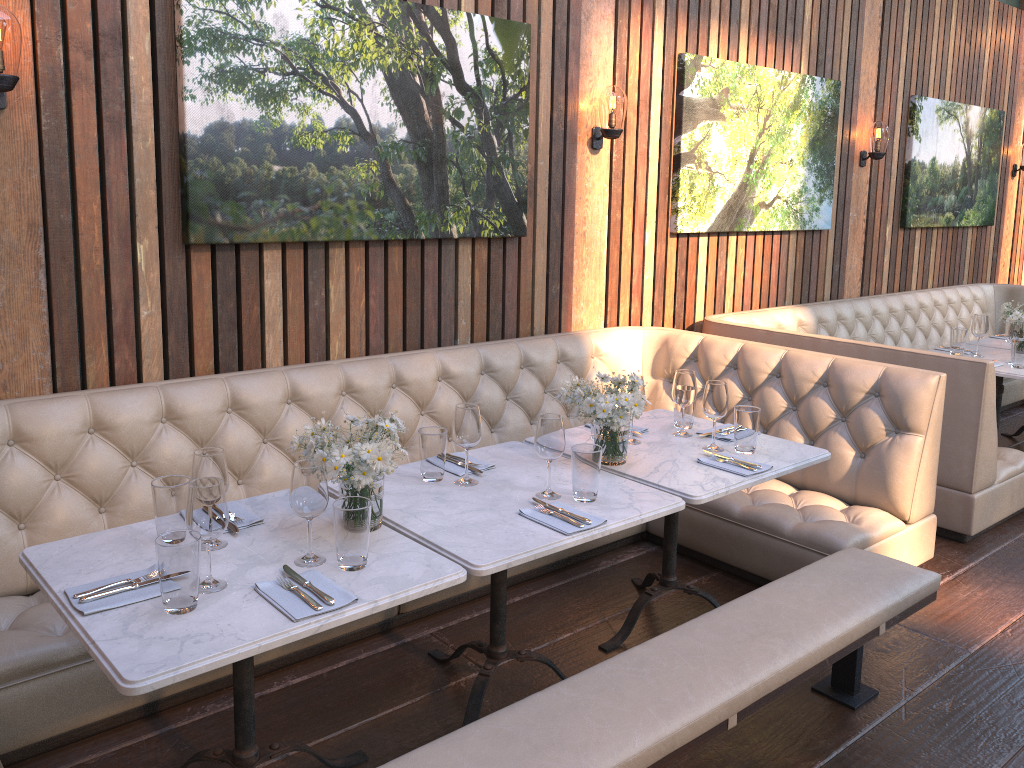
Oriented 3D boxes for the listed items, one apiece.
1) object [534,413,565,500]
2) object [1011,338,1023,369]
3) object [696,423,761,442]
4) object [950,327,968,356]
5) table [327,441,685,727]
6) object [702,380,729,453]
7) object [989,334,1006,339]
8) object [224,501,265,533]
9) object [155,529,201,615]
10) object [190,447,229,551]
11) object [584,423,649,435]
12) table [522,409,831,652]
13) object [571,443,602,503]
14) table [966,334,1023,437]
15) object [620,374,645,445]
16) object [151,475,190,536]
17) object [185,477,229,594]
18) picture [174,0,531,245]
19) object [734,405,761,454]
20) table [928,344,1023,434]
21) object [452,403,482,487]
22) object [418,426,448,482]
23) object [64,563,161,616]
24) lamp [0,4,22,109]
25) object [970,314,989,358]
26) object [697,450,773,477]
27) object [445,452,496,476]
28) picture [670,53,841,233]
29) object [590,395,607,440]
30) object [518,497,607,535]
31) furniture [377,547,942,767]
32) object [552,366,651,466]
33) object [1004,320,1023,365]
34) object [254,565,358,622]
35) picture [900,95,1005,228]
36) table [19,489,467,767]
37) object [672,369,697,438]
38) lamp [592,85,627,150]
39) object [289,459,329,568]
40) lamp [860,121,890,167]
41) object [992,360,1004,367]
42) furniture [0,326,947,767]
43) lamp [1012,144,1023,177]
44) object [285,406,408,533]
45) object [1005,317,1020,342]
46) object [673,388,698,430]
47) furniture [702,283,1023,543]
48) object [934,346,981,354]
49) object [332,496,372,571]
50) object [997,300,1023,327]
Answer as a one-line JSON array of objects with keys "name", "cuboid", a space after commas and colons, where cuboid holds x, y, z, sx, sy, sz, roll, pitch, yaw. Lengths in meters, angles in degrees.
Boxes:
[{"name": "object", "cuboid": [0.110, 0.212, 2.604, 0.092, 0.242, 0.093, 2, 9, 7]}, {"name": "object", "cuboid": [2.743, -0.165, 4.780, 0.092, 0.156, 0.092, 8, 12, 35]}, {"name": "object", "cuboid": [0.804, 0.181, 3.336, 0.256, 0.019, 0.158, -9, 16, -39]}, {"name": "object", "cuboid": [2.589, -0.245, 5.137, 0.092, 0.156, 0.092, 8, 12, 35]}, {"name": "table", "cuboid": [-0.041, 0.650, 2.712, 0.802, 0.665, 0.804, -8, 14, -39]}, {"name": "object", "cuboid": [0.715, 0.113, 3.119, 0.092, 0.242, 0.093, -6, 11, -37]}, {"name": "object", "cuboid": [3.288, -0.305, 5.801, 0.158, 0.019, 0.257, -9, 16, -39]}, {"name": "object", "cuboid": [-0.768, 0.359, 2.375, 0.158, 0.019, 0.257, -9, 16, -39]}, {"name": "object", "cuboid": [-0.702, 0.399, 1.869, 0.092, 0.156, 0.092, 8, 12, 35]}, {"name": "object", "cuboid": [-0.749, 0.284, 2.195, 0.092, 0.242, 0.093, 2, 9, 7]}, {"name": "object", "cuboid": [0.414, 0.166, 3.372, 0.158, 0.019, 0.257, -9, 16, -39]}, {"name": "table", "cuboid": [0.580, 0.548, 3.237, 0.802, 0.665, 0.804, -8, 14, -40]}, {"name": "object", "cuboid": [0.216, 0.262, 2.587, 0.092, 0.156, 0.092, 8, 12, 35]}, {"name": "table", "cuboid": [3.402, 0.087, 5.617, 0.802, 0.665, 0.804, -8, 14, -39]}, {"name": "object", "cuboid": [0.433, 0.091, 3.192, 0.092, 0.242, 0.093, 2, 9, 7]}, {"name": "object", "cuboid": [-0.856, 0.319, 2.226, 0.092, 0.156, 0.092, 8, 12, 35]}, {"name": "object", "cuboid": [-0.677, 0.335, 1.968, 0.092, 0.242, 0.093, 2, 9, 7]}, {"name": "picture", "cuboid": [-0.561, -1.103, 3.710, 1.657, 0.988, 0.065, -8, 13, -40]}, {"name": "object", "cuboid": [0.821, 0.162, 3.101, 0.092, 0.156, 0.092, 8, 12, 35]}, {"name": "table", "cuboid": [2.780, 0.189, 5.092, 0.802, 0.665, 0.804, -8, 14, -41]}, {"name": "object", "cuboid": [-0.138, 0.185, 2.710, 0.092, 0.242, 0.093, 2, 9, 7]}, {"name": "object", "cuboid": [-0.246, 0.219, 2.740, 0.092, 0.156, 0.092, 8, 12, 35]}, {"name": "object", "cuboid": [-0.844, 0.446, 1.967, 0.256, 0.019, 0.158, -9, 16, -39]}, {"name": "lamp", "cuboid": [-1.608, -1.021, 2.754, 0.147, 0.317, 0.179, -7, 12, -40]}, {"name": "object", "cuboid": [2.697, -0.280, 5.107, 0.092, 0.242, 0.093, 2, 9, 7]}, {"name": "object", "cuboid": [0.730, 0.259, 2.972, 0.158, 0.019, 0.257, -9, 16, -39]}, {"name": "object", "cuboid": [-0.158, 0.259, 2.890, 0.158, 0.019, 0.257, -9, 16, -39]}, {"name": "picture", "cuboid": [1.561, -1.451, 5.508, 1.657, 0.988, 0.065, -8, 13, -40]}, {"name": "object", "cuboid": [0.326, 0.126, 3.223, 0.092, 0.156, 0.092, 8, 12, 35]}, {"name": "object", "cuboid": [0.125, 0.358, 2.458, 0.158, 0.019, 0.257, -9, 16, -39]}, {"name": "furniture", "cuboid": [0.391, 0.901, 2.227, 2.338, 0.395, 0.315, -9, 14, -40]}, {"name": "object", "cuboid": [0.323, 0.110, 2.942, 0.329, 0.306, 0.339, -4, 12, -24]}, {"name": "object", "cuboid": [2.769, -0.229, 4.879, 0.092, 0.242, 0.093, 2, 9, 7]}, {"name": "object", "cuboid": [-0.469, 0.453, 1.967, 0.158, 0.019, 0.257, -9, 16, -39]}, {"name": "picture", "cuboid": [3.647, -1.794, 7.276, 1.657, 0.988, 0.065, -8, 13, -40]}, {"name": "table", "cuboid": [-0.663, 0.751, 2.188, 0.802, 0.665, 0.804, -8, 14, -41]}, {"name": "object", "cuboid": [0.641, 0.071, 3.302, 0.092, 0.242, 0.093, 2, 9, 7]}, {"name": "lamp", "cuboid": [0.502, -1.365, 4.534, 0.147, 0.317, 0.179, -7, 12, -40]}, {"name": "object", "cuboid": [-0.484, 0.307, 2.113, 0.092, 0.242, 0.093, 2, 9, 7]}, {"name": "lamp", "cuboid": [2.585, -1.705, 6.291, 0.147, 0.317, 0.179, -7, 12, -40]}, {"name": "object", "cuboid": [2.601, -0.118, 4.878, 0.256, 0.019, 0.158, -9, 16, -39]}, {"name": "furniture", "cuboid": [-0.323, 0.480, 3.030, 4.175, 0.850, 1.722, -9, 15, -40]}, {"name": "lamp", "cuboid": [4.680, -2.048, 8.058, 0.147, 0.317, 0.179, -7, 12, -40]}, {"name": "object", "cuboid": [-0.408, 0.230, 2.325, 0.329, 0.306, 0.339, -5, 12, -28]}, {"name": "object", "cuboid": [3.200, -0.345, 5.652, 0.092, 0.156, 0.092, 8, 12, 35]}, {"name": "object", "cuboid": [0.665, 0.091, 3.414, 0.092, 0.156, 0.093, 0, 10, -4]}, {"name": "furniture", "cuboid": [3.123, -0.083, 5.936, 4.175, 0.850, 1.722, -9, 15, -40]}, {"name": "object", "cuboid": [2.678, -0.205, 5.287, 0.158, 0.019, 0.257, -9, 16, -39]}, {"name": "object", "cuboid": [-0.378, 0.356, 2.096, 0.092, 0.156, 0.092, 8, 12, 35]}, {"name": "object", "cuboid": [3.048, -0.332, 5.227, 0.336, 0.306, 0.332, -2, 11, -18]}]
